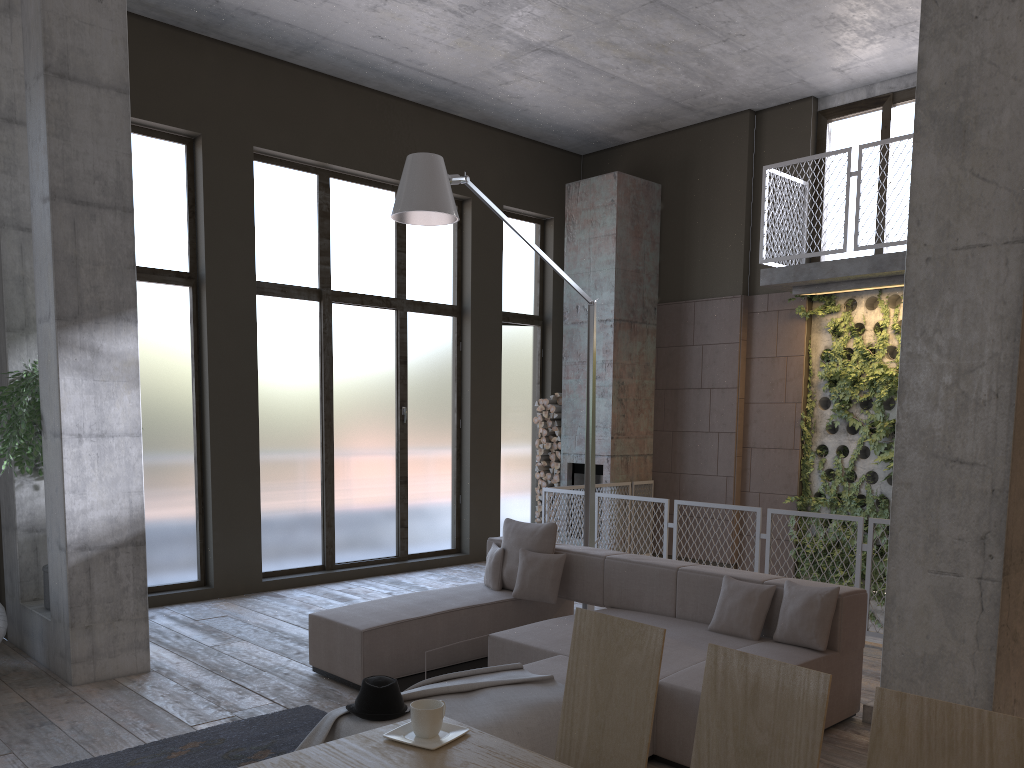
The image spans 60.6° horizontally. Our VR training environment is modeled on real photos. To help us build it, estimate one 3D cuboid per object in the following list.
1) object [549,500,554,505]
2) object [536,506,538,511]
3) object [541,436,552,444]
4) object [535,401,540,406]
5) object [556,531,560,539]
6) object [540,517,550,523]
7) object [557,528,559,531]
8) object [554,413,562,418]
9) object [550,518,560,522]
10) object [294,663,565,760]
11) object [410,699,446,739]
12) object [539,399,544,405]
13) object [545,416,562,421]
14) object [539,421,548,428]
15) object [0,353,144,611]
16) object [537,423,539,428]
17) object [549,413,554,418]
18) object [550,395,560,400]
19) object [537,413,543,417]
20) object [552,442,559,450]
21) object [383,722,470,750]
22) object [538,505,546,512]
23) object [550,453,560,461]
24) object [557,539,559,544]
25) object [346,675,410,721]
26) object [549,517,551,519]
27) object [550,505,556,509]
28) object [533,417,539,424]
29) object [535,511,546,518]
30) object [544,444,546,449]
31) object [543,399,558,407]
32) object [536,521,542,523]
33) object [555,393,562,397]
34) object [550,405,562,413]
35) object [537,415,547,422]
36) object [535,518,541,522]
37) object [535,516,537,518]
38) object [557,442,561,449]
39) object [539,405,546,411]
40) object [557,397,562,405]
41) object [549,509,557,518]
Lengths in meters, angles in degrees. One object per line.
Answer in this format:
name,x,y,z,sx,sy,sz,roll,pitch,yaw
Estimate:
object,0.591,1.510,11.209,0.434,0.080,0.114,2,-1,-44
object,0.476,1.595,11.306,0.421,0.068,0.067,3,0,-44
object,0.552,0.715,11.208,0.436,0.094,0.092,2,0,-44
object,0.460,0.253,11.185,0.422,0.070,0.067,3,0,-44
object,0.645,1.893,11.066,0.292,0.104,0.100,2,1,-44
object,0.558,1.740,11.327,0.434,0.080,0.114,2,-1,-43
object,0.651,1.817,11.051,0.250,0.048,0.062,2,-1,-44
object,0.692,0.398,10.974,0.421,0.068,0.066,3,0,-44
object,0.670,1.739,11.188,0.436,0.094,0.092,2,1,-43
object,-0.450,1.643,3.983,1.595,0.508,1.038,1,-1,-25
object,-0.236,0.932,2.446,0.093,0.089,0.116,1,1,0
object,0.525,0.238,11.158,0.090,0.091,0.454,3,0,45
object,0.601,0.442,11.092,0.434,0.080,0.114,2,-1,-44
object,0.537,0.516,11.131,0.478,0.084,0.093,2,0,-44
object,-3.239,0.677,6.218,0.999,1.886,0.957,2,5,12
object,0.486,0.527,11.188,0.421,0.068,0.067,3,0,-44
object,0.636,0.400,11.032,0.421,0.067,0.067,3,0,-44
object,0.618,0.181,11.046,0.065,0.074,0.358,3,1,45
object,0.484,0.396,11.196,0.066,0.087,0.424,4,1,44
object,0.695,0.781,11.082,0.454,0.090,0.090,2,0,-44
object,-0.236,0.974,2.437,0.185,0.014,0.184,-1,-3,33
object,0.527,1.584,11.249,0.478,0.084,0.093,2,0,-44
object,0.609,0.916,11.062,0.293,0.108,0.098,2,1,-44
object,0.710,2.000,11.110,0.363,0.127,0.063,2,3,-42
object,-0.581,1.369,3.848,0.301,0.171,0.297,1,0,34
object,0.636,1.726,11.260,0.362,0.087,0.100,2,0,-43
object,0.621,1.562,11.158,0.331,0.057,0.088,2,-1,-43
object,0.453,0.464,11.211,0.436,0.093,0.091,2,0,-44
object,0.497,1.666,11.326,0.454,0.090,0.090,2,1,-42
object,0.572,0.794,11.186,0.421,0.068,0.067,3,0,-44
object,0.527,0.239,11.035,0.291,0.104,0.103,2,1,-44
object,0.462,1.793,11.275,0.422,0.073,0.071,2,0,-43
object,0.680,0.143,11.015,0.331,0.056,0.087,3,-1,-44
object,0.660,0.319,10.990,0.436,0.094,0.093,2,0,-44
object,0.511,0.438,11.142,0.454,0.090,0.090,2,0,-44
object,0.463,1.756,11.373,0.362,0.068,0.121,2,-1,-44
object,0.477,1.688,11.392,0.422,0.072,0.067,2,1,-42
object,0.752,0.771,11.016,0.436,0.093,0.091,2,0,-44
object,0.526,0.310,11.107,0.434,0.080,0.112,2,-1,-44
object,0.703,0.222,11.043,0.293,0.109,0.099,2,1,-43
object,0.601,1.637,11.142,0.293,0.108,0.098,2,1,-44
